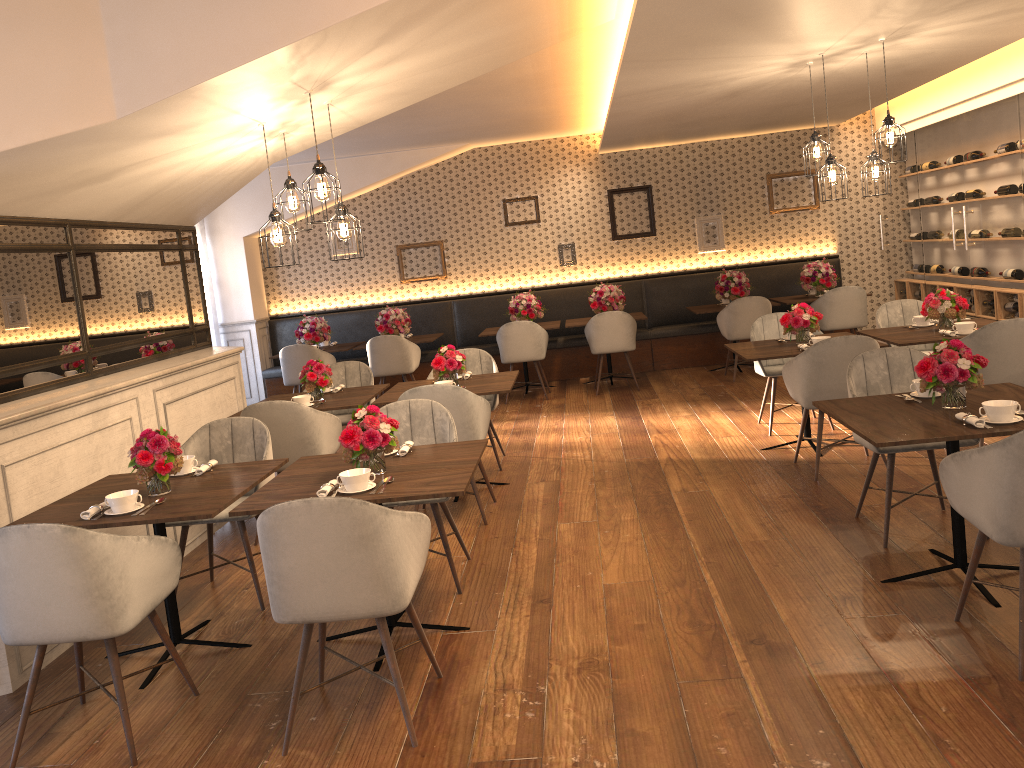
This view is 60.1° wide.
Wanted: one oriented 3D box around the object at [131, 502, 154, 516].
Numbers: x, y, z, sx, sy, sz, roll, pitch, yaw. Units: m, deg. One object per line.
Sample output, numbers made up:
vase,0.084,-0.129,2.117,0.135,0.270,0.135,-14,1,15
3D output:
object,-1.459,0.494,3.536,0.022,0.004,0.212,-6,8,5

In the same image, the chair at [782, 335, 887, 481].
chair,2.021,0.106,5.499,0.564,0.868,0.529,-6,6,5

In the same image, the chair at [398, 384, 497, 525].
chair,-0.402,0.393,5.396,0.564,0.868,0.529,-6,6,5

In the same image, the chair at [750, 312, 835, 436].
chair,2.130,-0.099,6.816,0.564,0.868,0.529,-6,6,5

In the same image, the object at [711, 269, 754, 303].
object,2.453,-1.081,9.849,0.422,0.423,0.405,-13,9,-43

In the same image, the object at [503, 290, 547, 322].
object,0.153,-0.862,10.124,0.422,0.423,0.405,-12,9,-41

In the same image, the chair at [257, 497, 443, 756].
chair,-0.567,0.749,3.088,0.564,0.868,0.529,-6,6,5

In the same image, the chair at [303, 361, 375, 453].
chair,-1.290,0.289,6.795,0.564,0.868,0.529,-6,6,5

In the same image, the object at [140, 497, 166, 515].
object,-1.433,0.487,3.527,0.043,0.015,0.198,-5,8,9

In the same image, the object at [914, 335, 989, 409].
object,1.844,-0.053,3.704,0.306,0.300,0.235,-9,7,-17

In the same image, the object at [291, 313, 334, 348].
object,-2.302,-0.603,10.240,0.422,0.423,0.405,-13,9,-43

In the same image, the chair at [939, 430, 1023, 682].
chair,1.845,0.485,3.038,0.564,0.868,0.529,-6,6,5

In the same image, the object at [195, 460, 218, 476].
object,-1.420,0.387,4.113,0.056,0.039,0.177,-6,8,5

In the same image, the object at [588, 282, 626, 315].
object,1.070,-0.940,9.949,0.419,0.423,0.408,-6,7,7

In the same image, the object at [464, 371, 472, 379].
object,-0.318,-0.062,6.342,0.056,0.039,0.177,-6,8,5

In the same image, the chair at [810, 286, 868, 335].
chair,3.432,-0.597,9.227,0.564,0.868,0.529,-6,6,5

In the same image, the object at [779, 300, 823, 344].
object,2.020,-0.432,6.166,0.306,0.300,0.235,-9,7,-17

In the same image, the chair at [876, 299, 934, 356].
chair,3.081,-0.194,6.739,0.564,0.868,0.529,-6,6,5

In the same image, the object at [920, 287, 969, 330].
object,2.959,-0.522,6.058,0.305,0.300,0.236,-3,7,26

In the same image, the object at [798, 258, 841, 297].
object,3.385,-1.176,9.784,0.422,0.423,0.405,-12,9,-41

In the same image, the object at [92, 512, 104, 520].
object,-1.617,0.502,3.531,0.025,0.024,0.194,-6,8,5

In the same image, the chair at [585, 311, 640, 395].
chair,1.077,-0.361,9.419,0.564,0.868,0.529,-6,6,5

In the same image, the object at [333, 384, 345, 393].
object,-1.255,0.032,6.418,0.056,0.039,0.177,-6,8,5

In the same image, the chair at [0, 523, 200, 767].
chair,-1.518,0.844,3.166,0.564,0.868,0.529,-6,6,5

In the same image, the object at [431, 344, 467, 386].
object,-0.420,-0.132,5.993,0.234,0.300,0.307,-4,7,24

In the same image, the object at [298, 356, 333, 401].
object,-1.351,-0.037,6.057,0.235,0.300,0.306,-9,7,-20

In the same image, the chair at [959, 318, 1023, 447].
chair,2.972,0.011,5.421,0.564,0.868,0.529,-6,6,5

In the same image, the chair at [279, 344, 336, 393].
chair,-2.228,-0.029,9.689,0.564,0.868,0.529,-6,6,5

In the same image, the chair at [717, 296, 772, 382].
chair,2.481,-0.502,9.305,0.564,0.868,0.529,-6,6,5

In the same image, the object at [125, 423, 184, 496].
object,-1.516,0.318,3.752,0.235,0.300,0.306,-9,7,-20

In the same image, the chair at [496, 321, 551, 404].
chair,0.126,-0.265,9.497,0.564,0.868,0.529,-6,6,5

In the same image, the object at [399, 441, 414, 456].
object,-0.483,0.293,4.037,0.056,0.039,0.177,-6,8,5

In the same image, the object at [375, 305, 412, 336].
object,-1.362,-0.696,10.158,0.420,0.423,0.407,-7,7,-7

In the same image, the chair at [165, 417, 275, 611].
chair,-1.455,0.644,4.487,0.564,0.868,0.529,-6,6,5

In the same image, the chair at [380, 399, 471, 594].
chair,-0.504,0.549,4.410,0.564,0.868,0.529,-6,6,5

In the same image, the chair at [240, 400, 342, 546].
chair,-1.353,0.489,5.473,0.564,0.868,0.529,-6,6,5

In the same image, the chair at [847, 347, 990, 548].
chair,1.955,0.280,4.356,0.564,0.868,0.529,-6,6,5

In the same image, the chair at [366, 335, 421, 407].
chair,-1.277,-0.124,9.611,0.564,0.868,0.529,-6,6,5

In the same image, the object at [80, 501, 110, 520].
object,-1.653,0.500,3.524,0.056,0.039,0.177,-6,8,5

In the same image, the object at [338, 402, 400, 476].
object,-0.585,0.222,3.688,0.234,0.300,0.307,-4,7,24

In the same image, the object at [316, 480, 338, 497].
object,-0.716,0.406,3.447,0.056,0.039,0.177,-6,8,5

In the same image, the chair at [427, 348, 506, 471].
chair,-0.339,0.193,6.717,0.564,0.868,0.529,-6,6,5
